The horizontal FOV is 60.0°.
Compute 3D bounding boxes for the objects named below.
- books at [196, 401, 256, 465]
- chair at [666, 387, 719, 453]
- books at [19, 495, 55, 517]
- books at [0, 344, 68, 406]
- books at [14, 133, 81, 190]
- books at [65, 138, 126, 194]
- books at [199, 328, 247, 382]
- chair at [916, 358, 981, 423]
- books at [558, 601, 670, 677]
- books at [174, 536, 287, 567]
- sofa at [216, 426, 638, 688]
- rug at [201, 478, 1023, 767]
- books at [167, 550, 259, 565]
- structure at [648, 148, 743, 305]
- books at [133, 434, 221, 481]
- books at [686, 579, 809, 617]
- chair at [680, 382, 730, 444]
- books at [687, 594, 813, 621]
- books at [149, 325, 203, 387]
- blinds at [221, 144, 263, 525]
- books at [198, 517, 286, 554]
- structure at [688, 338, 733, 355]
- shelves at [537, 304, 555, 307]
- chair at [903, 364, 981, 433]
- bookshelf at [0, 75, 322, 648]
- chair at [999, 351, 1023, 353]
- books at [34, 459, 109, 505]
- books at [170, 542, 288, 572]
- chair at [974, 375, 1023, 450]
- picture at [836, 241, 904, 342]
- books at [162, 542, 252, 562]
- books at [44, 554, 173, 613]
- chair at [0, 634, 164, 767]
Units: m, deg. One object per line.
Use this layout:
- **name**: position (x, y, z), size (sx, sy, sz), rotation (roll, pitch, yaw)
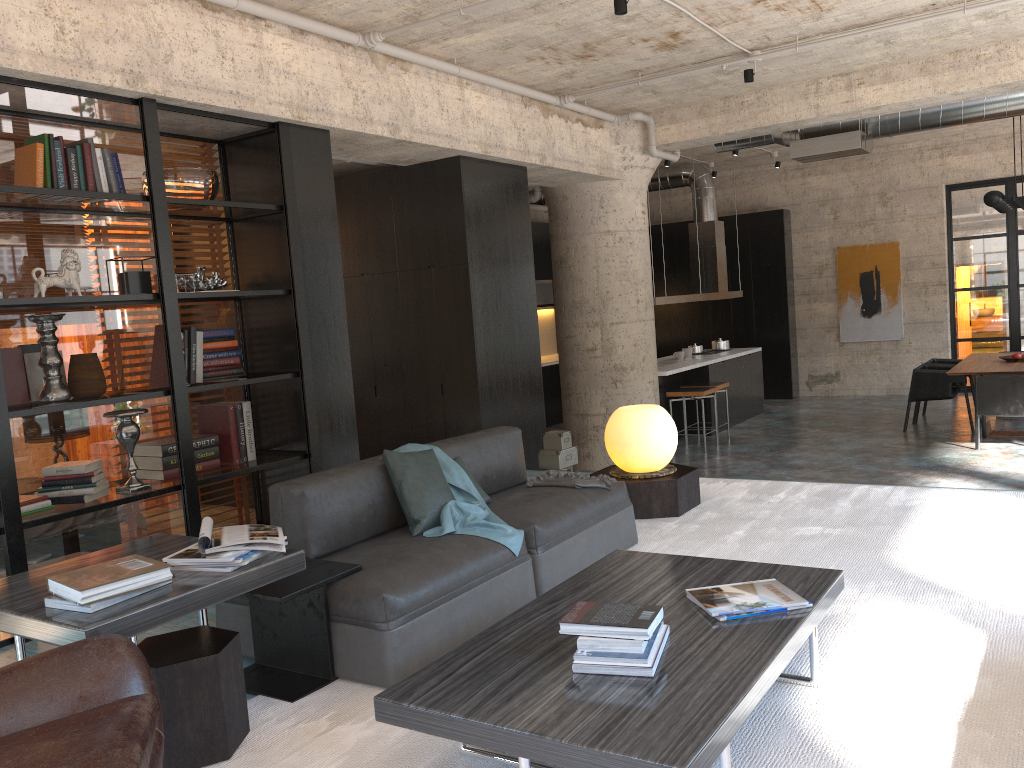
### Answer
- **books**: position (-1.751, 0.300, 5.450), size (0.277, 0.362, 0.191), rotation (-2, 6, 28)
- **chair**: position (2.109, 0.410, 10.290), size (0.450, 0.698, 0.450), rotation (-1, 6, 33)
- **books**: position (-2.419, 0.599, 4.274), size (0.231, 0.068, 0.319), rotation (-2, 5, 25)
- **books**: position (-2.550, -0.046, 4.532), size (0.147, 0.299, 0.547), rotation (-1, 6, 33)
- **books**: position (-2.327, -1.082, 4.423), size (0.216, 0.290, 0.231), rotation (-1, 6, 33)
- **books**: position (-2.192, -1.113, 4.627), size (0.221, 0.298, 0.258), rotation (-1, 6, 33)
- **books**: position (-1.872, -0.177, 5.427), size (0.303, 0.303, 0.378), rotation (-1, 6, 34)
- **chair**: position (5.459, 0.067, 11.056), size (0.754, 0.738, 0.707), rotation (-1, 6, 33)
- **books**: position (0.294, 0.723, 2.580), size (0.279, 0.116, 0.322), rotation (-3, 5, 18)
- **books**: position (-0.954, 0.570, 3.028), size (0.252, 0.011, 0.318), rotation (-4, 5, 10)
- **sofa**: position (-0.299, 0.654, 4.262), size (1.019, 0.680, 2.063), rotation (-1, 6, 33)
- **rug**: position (0.366, 1.091, 2.512), size (2.954, 0.032, 7.768), rotation (-1, 6, 33)
- **books**: position (-0.971, 0.562, 3.017), size (0.252, 0.011, 0.318), rotation (-4, 5, 10)
- **structure**: position (2.213, -2.123, 11.664), size (0.538, 2.100, 3.117), rotation (-1, 6, 33)
- **books**: position (-1.955, 0.422, 5.179), size (0.274, 0.197, 0.393), rotation (-1, 6, 33)
- **books**: position (0.765, 0.699, 2.913), size (0.318, 0.011, 0.252), rotation (-5, 5, -7)
- **chair**: position (2.361, 0.350, 10.770), size (0.450, 0.698, 0.450), rotation (-1, 6, 33)
- **books**: position (0.773, 0.709, 2.910), size (0.318, 0.011, 0.252), rotation (-5, 5, -12)
- **books**: position (-1.941, -0.171, 5.129), size (0.216, 0.354, 0.256), rotation (-1, 6, 33)
- **blinds**: position (-2.595, 0.049, 4.686), size (0.136, 3.160, 2.915), rotation (-1, 6, 33)
- **books**: position (-0.937, 0.530, 3.077), size (0.273, 0.109, 0.322), rotation (-6, 5, -17)
- **structure**: position (2.777, -0.541, 12.658), size (0.506, 0.187, 0.833), rotation (-1, 6, 33)
- **shelves**: position (-0.284, -1.128, 13.437), size (0.403, 0.043, 4.362), rotation (-1, 6, 33)
- **chair**: position (5.055, 0.150, 10.449), size (0.754, 0.738, 0.707), rotation (-1, 6, 33)
- **bookshelf**: position (-2.309, -0.148, 4.480), size (0.628, 2.571, 2.900), rotation (-1, 6, 33)
- **chair**: position (6.586, -0.040, 11.296), size (0.707, 0.738, 0.754), rotation (-1, 6, 33)
- **books**: position (-2.257, 0.503, 4.554), size (0.306, 0.188, 0.257), rotation (-5, 5, -2)
- **books**: position (-0.961, 0.582, 3.015), size (0.252, 0.011, 0.318), rotation (-3, 5, 20)
- **chair**: position (5.174, 0.256, 9.103), size (0.707, 0.738, 0.754), rotation (-1, 6, 33)
- **picture**: position (5.551, -1.413, 13.764), size (0.928, 1.494, 0.029), rotation (-1, 6, 33)
- **books**: position (-0.978, 0.552, 3.011), size (0.252, 0.011, 0.318), rotation (-3, 5, 15)
- **books**: position (-1.205, 0.598, 2.670), size (0.278, 0.075, 0.320), rotation (-1, 6, 37)
- **chair**: position (-1.307, 0.805, 1.905), size (0.975, 0.940, 0.820), rotation (-6, 5, -17)
